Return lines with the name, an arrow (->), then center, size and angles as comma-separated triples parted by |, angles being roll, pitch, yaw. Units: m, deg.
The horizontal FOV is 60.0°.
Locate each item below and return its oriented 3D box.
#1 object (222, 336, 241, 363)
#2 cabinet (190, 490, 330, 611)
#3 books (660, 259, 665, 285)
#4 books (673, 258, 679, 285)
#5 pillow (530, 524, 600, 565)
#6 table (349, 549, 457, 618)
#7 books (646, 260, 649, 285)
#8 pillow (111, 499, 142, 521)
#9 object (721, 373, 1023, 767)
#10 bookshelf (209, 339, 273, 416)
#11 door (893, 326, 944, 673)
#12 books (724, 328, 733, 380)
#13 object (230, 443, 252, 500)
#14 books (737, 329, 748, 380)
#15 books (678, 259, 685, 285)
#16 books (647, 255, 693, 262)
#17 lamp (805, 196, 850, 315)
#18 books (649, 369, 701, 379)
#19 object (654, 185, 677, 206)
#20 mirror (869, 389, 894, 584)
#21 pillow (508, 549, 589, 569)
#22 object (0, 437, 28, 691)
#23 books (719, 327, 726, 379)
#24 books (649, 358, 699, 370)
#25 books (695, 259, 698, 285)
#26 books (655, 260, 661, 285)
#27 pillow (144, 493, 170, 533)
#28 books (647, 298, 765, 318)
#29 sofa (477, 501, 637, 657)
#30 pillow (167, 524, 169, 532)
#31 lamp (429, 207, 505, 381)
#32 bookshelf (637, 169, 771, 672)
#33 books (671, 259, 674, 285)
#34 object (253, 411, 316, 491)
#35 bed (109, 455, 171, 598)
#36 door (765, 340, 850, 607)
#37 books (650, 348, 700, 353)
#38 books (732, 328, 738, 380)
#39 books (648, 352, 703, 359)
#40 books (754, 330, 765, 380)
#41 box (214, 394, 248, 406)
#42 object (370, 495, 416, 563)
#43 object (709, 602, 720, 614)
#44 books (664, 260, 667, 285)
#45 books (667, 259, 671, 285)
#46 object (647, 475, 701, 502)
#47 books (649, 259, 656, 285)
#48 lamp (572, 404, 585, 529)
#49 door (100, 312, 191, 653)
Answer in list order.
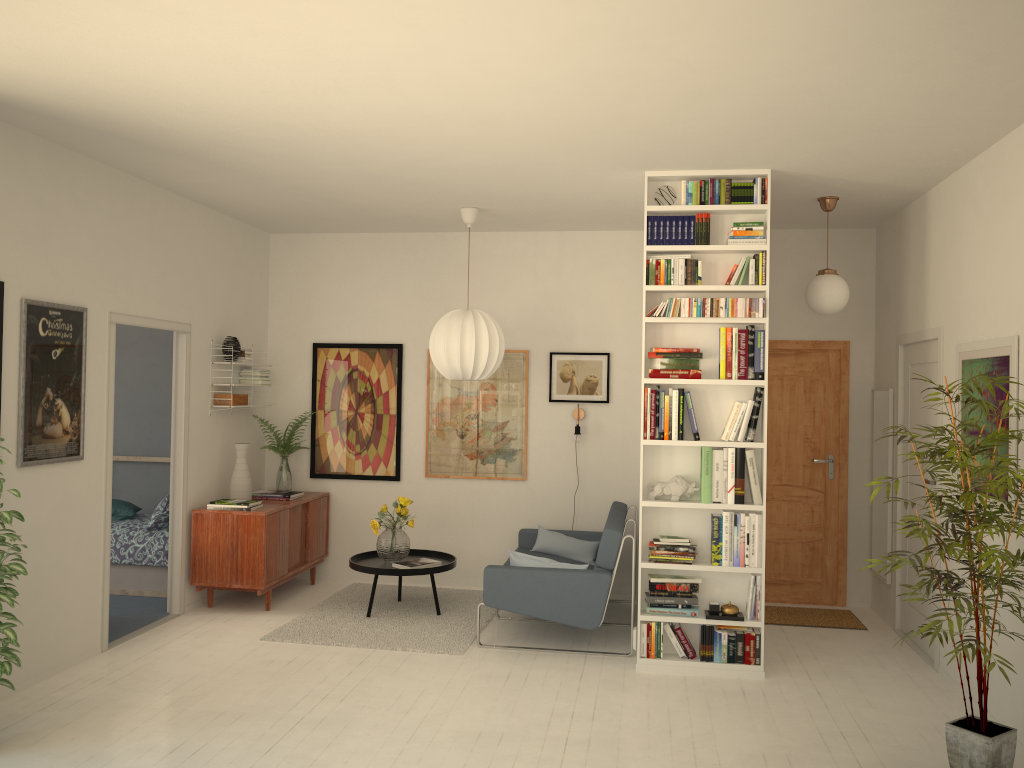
object -> -2.097, -0.260, 6.626 | 0.139, 0.200, 0.139 | 2, -1, -37
cabinet -> -1.891, 1.257, 6.806 | 0.546, 0.727, 1.262 | 1, 0, 9
books -> 0.890, -0.647, 5.248 | 0.023, 0.152, 0.199 | 1, -1, 9
books -> 0.969, -0.648, 5.253 | 0.028, 0.159, 0.222 | 1, -1, 9
pillow -> 0.412, 1.230, 6.801 | 0.540, 0.277, 0.157 | 1, -1, 10
table -> -0.781, 1.441, 6.346 | 0.761, 0.386, 0.761 | 1, 0, 25
books -> 0.809, -0.649, 5.287 | 0.019, 0.156, 0.205 | 1, -1, 9
pillow -> -3.202, 1.009, 7.128 | 0.378, 0.153, 0.415 | 1, 0, -15
object -> 1.776, 0.816, 4.205 | 0.778, 1.711, 2.088 | 1, -1, -10
bookshelf -> -2.084, -0.044, 6.869 | 0.184, 0.565, 0.695 | 1, -1, 9
door -> 2.643, 0.681, 5.663 | 0.166, 2.033, 0.955 | 1, -1, 9
books -> 1.266, -0.174, 5.204 | 0.039, 0.302, 0.199 | 1, -1, 9
object -> -2.026, 0.667, 6.639 | 0.158, 0.445, 0.160 | 2, -1, -42
books -> 1.340, -0.167, 5.181 | 0.059, 0.291, 0.182 | 1, -1, 9
books -> 0.999, -0.645, 5.240 | 0.035, 0.158, 0.199 | 1, -1, 9
books -> 0.942, -0.738, 5.256 | 0.255, 0.022, 0.189 | 1, 0, 19
lamp -> 2.056, -0.830, 5.780 | 0.275, 0.767, 0.275 | 1, -1, 3
books -> 0.959, -0.056, 5.233 | 0.301, 0.056, 0.202 | 1, 0, 9
object -> 0.901, -1.100, 5.210 | 0.131, 0.131, 0.131 | 1, -1, 4
mirror -> 2.688, 0.719, 6.462 | 0.029, 1.370, 0.500 | 1, -1, 9
pillow -> 0.216, 1.209, 5.540 | 0.533, 0.353, 0.141 | 1, -1, 8
object -> -2.350, 0.883, 3.822 | 0.514, 1.424, 0.568 | 2, -1, -38
books -> 1.232, -0.177, 5.215 | 0.032, 0.300, 0.200 | 1, -1, 9
books -> 0.960, -0.114, 5.243 | 0.268, 0.064, 0.128 | 1, 0, -21
books -> 1.083, -0.645, 5.223 | 0.016, 0.158, 0.146 | 1, -1, 9
books -> 0.863, -0.645, 5.257 | 0.030, 0.149, 0.202 | 1, -1, 9
pillow -> -2.670, 0.972, 6.922 | 0.237, 0.338, 0.437 | 1, -1, 7
books -> 1.130, -0.437, 5.224 | 0.664, 0.110, 0.278 | 1, 0, 9
sofa -> 0.371, 1.272, 6.168 | 0.964, 0.773, 1.603 | 1, 0, 9
pillow -> -2.483, 0.988, 7.107 | 0.237, 0.385, 0.767 | 1, 0, 7
lamp -> -0.313, -0.640, 6.326 | 0.536, 1.229, 0.536 | 0, -1, 42
bookshelf -> 1.119, 0.216, 5.219 | 0.710, 2.901, 0.249 | 1, -1, 9
books -> 0.945, -0.646, 5.239 | 0.012, 0.155, 0.208 | 1, -1, 9
object -> -1.841, 0.554, 7.259 | 0.476, 0.686, 0.398 | 1, -1, 11
bed -> -3.155, 1.109, 7.170 | 1.656, 0.974, 0.933 | 1, -1, 9
door -> 2.121, 0.679, 6.906 | 0.931, 2.033, 0.159 | 1, -1, 9
books -> 0.956, -0.195, 5.250 | 0.266, 0.026, 0.203 | 1, 0, -2
books -> 1.298, -0.173, 5.194 | 0.029, 0.301, 0.185 | 1, -1, 9
books -> 0.964, -0.165, 5.256 | 0.314, 0.035, 0.205 | 1, 0, 9
books -> 1.432, -0.164, 5.165 | 0.054, 0.289, 0.179 | 1, -1, 9
box -> -2.119, 0.118, 6.691 | 0.152, 0.084, 0.265 | 1, 0, 9
object -> -0.861, 1.047, 6.395 | 0.361, 0.471, 0.291 | 2, -1, -43
object -> 1.173, 1.302, 5.147 | 0.058, 0.055, 0.058 | 1, -1, 9
books -> 0.910, -0.645, 5.260 | 0.013, 0.149, 0.208 | 1, -1, 9
books -> 0.930, -0.648, 5.258 | 0.024, 0.155, 0.188 | 1, -1, 9
object -> 0.948, 0.608, 5.194 | 0.311, 0.150, 0.137 | 1, -1, 17
books -> 0.832, -0.650, 5.259 | 0.034, 0.162, 0.197 | 1, -1, 9
lamp -> 0.382, 0.861, 7.057 | 0.360, 1.416, 0.112 | 1, -1, 9
door -> -2.784, 0.582, 5.823 | 0.882, 2.033, 0.955 | 1, -1, 9
